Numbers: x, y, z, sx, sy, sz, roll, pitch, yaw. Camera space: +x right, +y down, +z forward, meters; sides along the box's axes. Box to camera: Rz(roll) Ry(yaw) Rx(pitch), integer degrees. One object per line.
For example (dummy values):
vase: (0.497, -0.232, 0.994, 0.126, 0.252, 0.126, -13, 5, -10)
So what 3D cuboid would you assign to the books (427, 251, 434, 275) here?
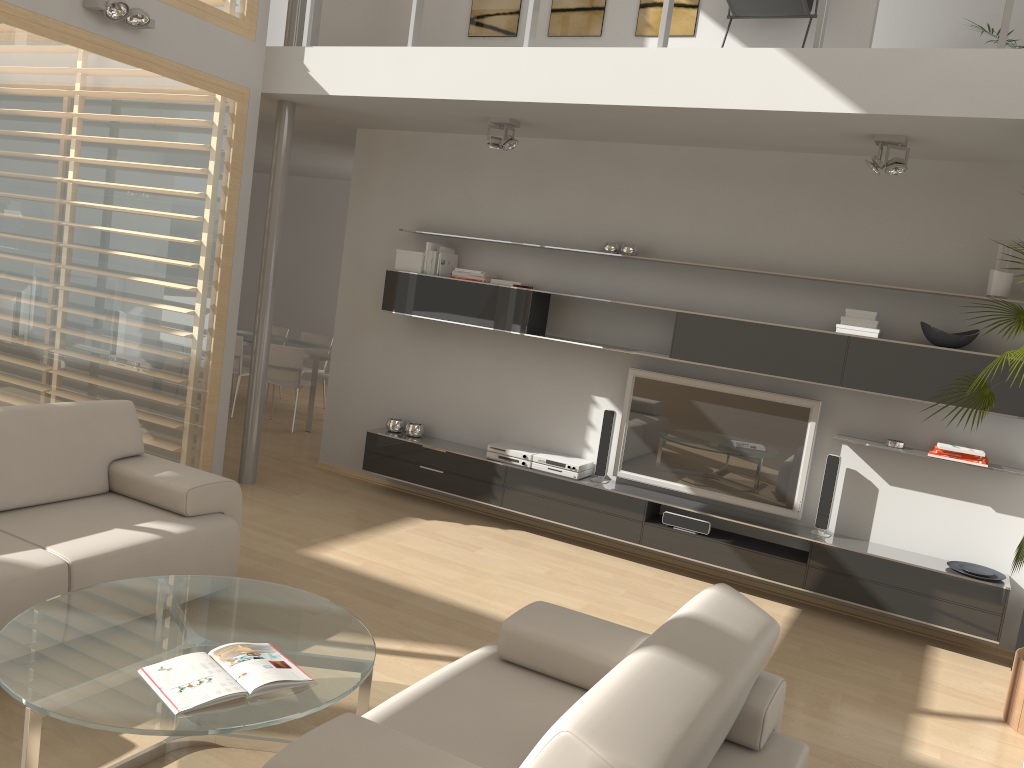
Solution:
books: (-0.533, -0.870, 6.427, 0.027, 0.169, 0.230, 11, 7, 27)

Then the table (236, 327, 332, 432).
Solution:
table: (-2.637, -0.112, 9.373, 2.199, 0.746, 0.900, 11, 7, 27)

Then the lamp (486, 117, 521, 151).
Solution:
lamp: (-0.055, -1.585, 5.656, 0.214, 0.195, 0.150, 11, 7, 27)

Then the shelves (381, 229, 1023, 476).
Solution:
shelves: (0.989, -0.323, 5.646, 4.236, 0.914, 0.300, 11, 7, 27)

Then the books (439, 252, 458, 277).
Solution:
books: (-0.456, -0.856, 6.399, 0.023, 0.169, 0.230, 11, 7, 27)

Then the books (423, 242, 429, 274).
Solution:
books: (-0.564, -0.906, 6.443, 0.017, 0.227, 0.230, 11, 7, 27)

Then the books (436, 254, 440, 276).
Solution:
books: (-0.476, -0.852, 6.395, 0.009, 0.156, 0.207, 11, 7, 27)

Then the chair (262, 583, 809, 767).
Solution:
chair: (0.126, 1.024, 2.450, 1.165, 0.846, 1.562, 11, 7, 27)

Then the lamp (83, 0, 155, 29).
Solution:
lamp: (-2.105, -2.003, 4.805, 0.183, 0.110, 0.360, 11, 7, 27)

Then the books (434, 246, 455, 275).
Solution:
books: (-0.487, -0.881, 6.397, 0.021, 0.210, 0.207, 11, 7, 27)

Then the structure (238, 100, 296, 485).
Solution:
structure: (-1.734, -0.616, 6.265, 0.121, 2.700, 0.122, 10, 7, 15)

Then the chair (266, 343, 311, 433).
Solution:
chair: (-2.193, 0.009, 8.597, 0.455, 0.807, 0.501, 9, 7, 7)

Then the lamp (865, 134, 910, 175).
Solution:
lamp: (1.959, -1.186, 4.625, 0.214, 0.195, 0.150, 11, 7, 27)

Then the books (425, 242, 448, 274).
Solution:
books: (-0.545, -0.903, 6.441, 0.017, 0.227, 0.230, 11, 7, 27)

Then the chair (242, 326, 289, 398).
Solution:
chair: (-2.906, -0.261, 10.076, 0.455, 0.807, 0.501, 11, 7, 27)

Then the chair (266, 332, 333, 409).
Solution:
chair: (-2.339, -0.149, 9.795, 0.455, 0.807, 0.501, 11, 7, 27)

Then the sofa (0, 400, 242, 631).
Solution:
sofa: (-2.174, 0.567, 3.643, 1.168, 0.846, 2.093, 11, 7, 27)

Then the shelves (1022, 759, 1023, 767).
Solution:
shelves: (1.750, 0.809, 2.275, 0.408, 1.756, 2.432, 11, 7, 27)

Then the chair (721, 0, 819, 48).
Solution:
chair: (1.474, -2.136, 5.136, 0.628, 0.825, 0.537, 11, 7, 27)

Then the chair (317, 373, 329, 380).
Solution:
chair: (-1.791, -0.036, 9.477, 0.455, 0.807, 0.501, 11, 7, 27)

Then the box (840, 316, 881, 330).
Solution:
box: (2.014, -0.352, 5.123, 0.200, 0.047, 0.200, 11, 7, 27)

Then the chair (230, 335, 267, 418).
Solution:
chair: (-2.792, -0.115, 8.951, 0.455, 0.807, 0.501, 11, 7, 22)

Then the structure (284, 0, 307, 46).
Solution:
structure: (-1.345, -3.421, 5.940, 0.121, 2.400, 0.122, 10, 7, 15)

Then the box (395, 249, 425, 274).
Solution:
box: (-0.692, -0.888, 6.479, 0.232, 0.149, 0.232, 11, 7, 27)

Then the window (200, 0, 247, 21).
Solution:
window: (-2.148, -3.357, 4.429, 0.020, 2.200, 2.525, 11, 7, 27)

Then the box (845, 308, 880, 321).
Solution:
box: (2.020, -0.398, 5.116, 0.168, 0.047, 0.168, 11, 7, 27)

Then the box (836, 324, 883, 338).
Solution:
box: (2.009, -0.305, 5.125, 0.232, 0.047, 0.232, 11, 7, 27)

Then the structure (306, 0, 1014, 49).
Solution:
structure: (0.842, -2.207, 4.667, 5.400, 0.900, 0.080, 11, 7, 27)

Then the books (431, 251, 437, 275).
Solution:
books: (-0.505, -0.866, 6.422, 0.027, 0.169, 0.230, 11, 7, 27)

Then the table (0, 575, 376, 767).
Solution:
table: (-1.084, 1.036, 3.001, 1.198, 0.370, 1.198, 1, 9, -45)

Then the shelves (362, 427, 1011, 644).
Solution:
shelves: (0.825, 0.857, 5.783, 4.236, 0.312, 0.300, 11, 7, 27)

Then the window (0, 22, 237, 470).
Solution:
window: (-2.538, -0.553, 4.753, 0.020, 2.500, 2.525, 11, 7, 27)

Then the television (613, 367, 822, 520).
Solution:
television: (1.276, 0.357, 5.642, 1.224, 0.735, 0.096, 11, 7, 27)
